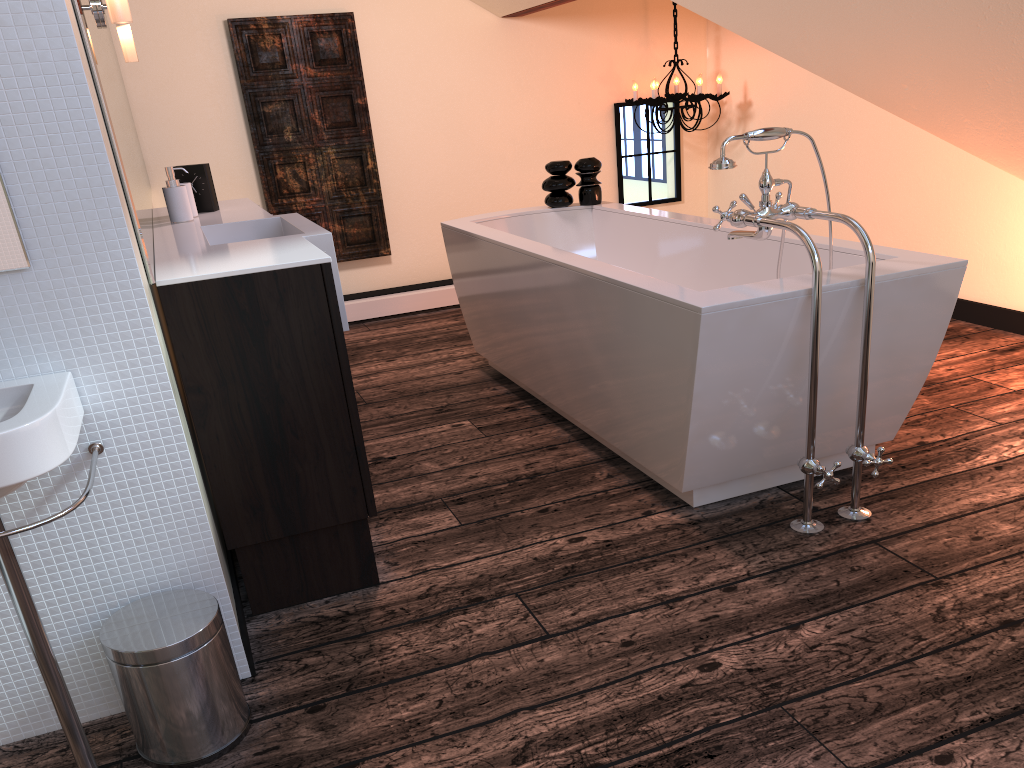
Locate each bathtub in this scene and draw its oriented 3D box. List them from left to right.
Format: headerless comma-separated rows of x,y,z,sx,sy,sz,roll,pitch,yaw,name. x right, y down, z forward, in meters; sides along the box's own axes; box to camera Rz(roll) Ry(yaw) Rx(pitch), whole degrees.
0.441,-0.263,3.266,0.796,0.703,2.192,-13,21,-18,bathtub

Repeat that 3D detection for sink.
-1.000,0.454,1.490,0.679,0.796,0.342,-12,22,-18,sink

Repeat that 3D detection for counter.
-0.849,-0.402,2.759,0.441,0.300,1.835,-13,21,-18,counter

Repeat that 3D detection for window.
0.858,-1.612,5.585,0.448,0.711,0.045,-13,23,-18,window

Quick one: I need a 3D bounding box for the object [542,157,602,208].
0.270,-1.008,3.995,0.276,0.232,0.154,-2,21,10,object

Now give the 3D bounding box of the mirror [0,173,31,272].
-1.155,-0.758,1.177,0.602,1.294,0.011,-13,23,-18,mirror

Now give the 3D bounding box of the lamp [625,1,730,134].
0.922,-2.178,5.019,0.540,1.140,0.608,-9,21,-8,lamp

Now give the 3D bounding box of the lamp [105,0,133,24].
-0.829,-0.984,1.730,0.083,0.370,0.130,-13,22,-18,lamp

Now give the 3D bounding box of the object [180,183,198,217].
-1.107,-0.686,2.985,0.073,0.124,0.073,-15,23,-22,object

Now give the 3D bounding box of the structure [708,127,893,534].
0.744,-0.163,2.353,0.384,1.135,0.546,-7,21,-4,structure

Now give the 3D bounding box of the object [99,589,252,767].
-0.652,0.637,1.733,0.222,0.310,0.220,9,25,33,object

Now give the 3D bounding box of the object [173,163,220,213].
-1.111,-0.761,3.111,0.116,0.180,0.066,-4,21,3,object

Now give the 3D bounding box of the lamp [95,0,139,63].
-1.276,-1.335,2.821,0.083,0.370,0.130,-13,22,-18,lamp

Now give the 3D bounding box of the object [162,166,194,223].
-1.083,-0.680,2.861,0.080,0.193,0.072,2,23,19,object

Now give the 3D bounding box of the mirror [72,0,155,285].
-1.398,-1.546,2.885,0.011,1.868,3.199,-13,21,-18,mirror

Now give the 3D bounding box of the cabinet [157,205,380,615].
-0.846,-0.090,2.872,0.385,0.935,1.836,-13,21,-18,cabinet
